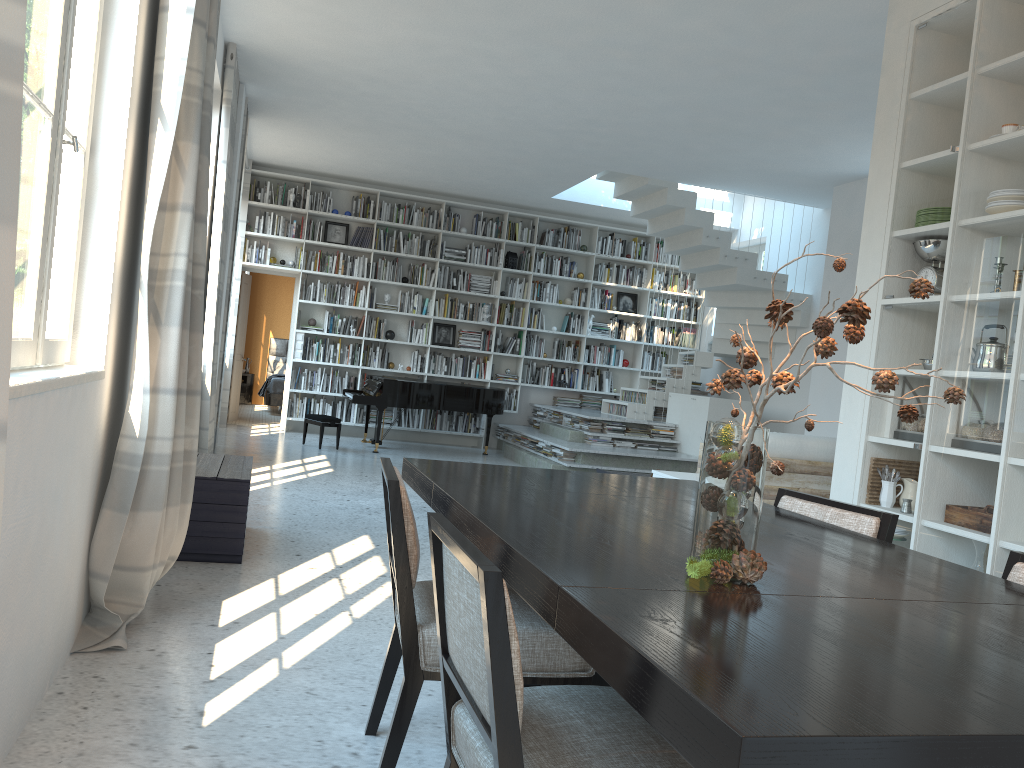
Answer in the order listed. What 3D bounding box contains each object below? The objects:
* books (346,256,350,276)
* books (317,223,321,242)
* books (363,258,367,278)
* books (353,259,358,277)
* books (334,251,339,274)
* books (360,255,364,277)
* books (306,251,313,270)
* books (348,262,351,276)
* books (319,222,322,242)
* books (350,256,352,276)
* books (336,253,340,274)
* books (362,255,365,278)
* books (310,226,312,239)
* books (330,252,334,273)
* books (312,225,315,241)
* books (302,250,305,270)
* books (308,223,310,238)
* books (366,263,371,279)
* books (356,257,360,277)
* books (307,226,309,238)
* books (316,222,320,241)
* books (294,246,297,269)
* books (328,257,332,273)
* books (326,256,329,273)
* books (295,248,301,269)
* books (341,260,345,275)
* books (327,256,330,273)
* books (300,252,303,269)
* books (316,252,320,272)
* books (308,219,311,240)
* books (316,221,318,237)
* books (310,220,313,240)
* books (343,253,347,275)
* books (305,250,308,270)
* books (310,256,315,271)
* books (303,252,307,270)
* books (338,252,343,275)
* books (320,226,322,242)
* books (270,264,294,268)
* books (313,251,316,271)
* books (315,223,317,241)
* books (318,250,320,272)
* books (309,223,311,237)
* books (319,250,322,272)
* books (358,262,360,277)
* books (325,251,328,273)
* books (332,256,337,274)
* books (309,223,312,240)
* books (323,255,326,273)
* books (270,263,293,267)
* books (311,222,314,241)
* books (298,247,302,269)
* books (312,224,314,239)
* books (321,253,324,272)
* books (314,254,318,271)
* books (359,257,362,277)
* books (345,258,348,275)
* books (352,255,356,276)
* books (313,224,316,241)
[{"bbox_3d":[-2.080,-1.484,11.217,0.029,0.261,0.157,6,1,-16],"label":"books"},{"bbox_3d":[-2.414,-1.882,11.085,0.011,0.250,0.168,6,1,-16],"label":"books"},{"bbox_3d":[-1.867,-1.463,11.259,0.035,0.264,0.177,6,1,-16],"label":"books"},{"bbox_3d":[-1.990,-1.459,11.224,0.030,0.231,0.172,6,1,-16],"label":"books"},{"bbox_3d":[-2.212,-1.519,11.175,0.014,0.304,0.151,6,2,-16],"label":"books"},{"bbox_3d":[-1.906,-1.480,11.238,0.012,0.291,0.182,6,1,-16],"label":"books"},{"bbox_3d":[-2.539,-1.531,11.086,0.062,0.258,0.152,6,1,-16],"label":"books"},{"bbox_3d":[-2.060,-1.444,11.223,0.022,0.186,0.136,6,1,-16],"label":"books"},{"bbox_3d":[-2.403,-1.883,11.087,0.012,0.255,0.166,6,1,-16],"label":"books"},{"bbox_3d":[-2.036,-1.479,11.233,0.035,0.260,0.131,6,2,-16],"label":"books"},{"bbox_3d":[-2.191,-1.500,11.163,0.023,0.271,0.187,6,1,-16],"label":"books"},{"bbox_3d":[-1.894,-1.478,11.254,0.022,0.289,0.169,6,1,-16],"label":"books"},{"bbox_3d":[-2.508,-1.874,11.044,0.004,0.214,0.186,6,1,-16],"label":"books"},{"bbox_3d":[-2.270,-1.510,11.152,0.014,0.273,0.180,6,1,-16],"label":"books"},{"bbox_3d":[-2.489,-1.873,11.093,0.012,0.214,0.132,6,1,-16],"label":"books"},{"bbox_3d":[-2.607,-1.536,11.068,0.012,0.254,0.160,6,1,-16],"label":"books"},{"bbox_3d":[-2.536,-1.889,11.060,0.005,0.238,0.154,6,1,-16],"label":"books"},{"bbox_3d":[-1.828,-1.427,11.246,0.039,0.202,0.235,6,1,-16],"label":"books"},{"bbox_3d":[-1.962,-1.472,11.230,0.022,0.263,0.174,6,1,-16],"label":"books"},{"bbox_3d":[-2.547,-1.873,11.057,0.015,0.207,0.172,6,1,-16],"label":"books"},{"bbox_3d":[-2.427,-1.888,11.071,0.023,0.258,0.183,6,1,-16],"label":"books"},{"bbox_3d":[-2.694,-1.561,11.030,0.012,0.285,0.159,6,1,-16],"label":"books"},{"bbox_3d":[-2.293,-1.484,11.142,0.031,0.217,0.173,6,1,-16],"label":"books"},{"bbox_3d":[-2.326,-1.488,11.132,0.014,0.218,0.164,6,1,-16],"label":"books"},{"bbox_3d":[-2.673,-1.551,11.058,0.044,0.269,0.133,6,2,-16],"label":"books"},{"bbox_3d":[-2.139,-1.457,11.170,0.029,0.195,0.192,6,1,-16],"label":"books"},{"bbox_3d":[-2.314,-1.492,11.142,0.011,0.229,0.170,6,1,-16],"label":"books"},{"bbox_3d":[-2.621,-1.522,11.020,0.021,0.224,0.231,6,1,-16],"label":"books"},{"bbox_3d":[-2.435,-1.517,11.102,0.014,0.253,0.187,6,1,-16],"label":"books"},{"bbox_3d":[-2.529,-1.908,11.060,0.005,0.277,0.146,6,1,-16],"label":"books"},{"bbox_3d":[-2.442,-1.901,11.076,0.005,0.281,0.190,6,1,-16],"label":"books"},{"bbox_3d":[-2.503,-1.897,11.058,0.009,0.260,0.183,6,1,-16],"label":"books"},{"bbox_3d":[-2.115,-1.500,11.203,0.025,0.286,0.161,6,1,-16],"label":"books"},{"bbox_3d":[-2.569,-1.536,11.060,0.012,0.263,0.180,6,1,-16],"label":"books"},{"bbox_3d":[-2.493,-1.494,11.076,0.026,0.195,0.175,6,1,-16],"label":"books"},{"bbox_3d":[-2.590,-1.523,11.065,0.022,0.232,0.151,6,1,-16],"label":"books"},{"bbox_3d":[-2.164,-1.505,11.165,0.030,0.286,0.185,6,1,-16],"label":"books"},{"bbox_3d":[-2.391,-1.861,11.083,0.012,0.214,0.185,6,1,-16],"label":"books"},{"bbox_3d":[-2.858,-1.453,10.996,0.285,0.012,0.159,6,1,-19],"label":"books"},{"bbox_3d":[-2.477,-1.527,11.096,0.010,0.263,0.150,6,1,-16],"label":"books"},{"bbox_3d":[-2.456,-1.883,11.075,0.019,0.244,0.153,6,1,-16],"label":"books"},{"bbox_3d":[-2.419,-1.529,11.109,0.020,0.281,0.164,6,1,-16],"label":"books"},{"bbox_3d":[-2.524,-1.913,11.064,0.006,0.289,0.144,6,2,-16],"label":"books"},{"bbox_3d":[-2.401,-1.526,11.103,0.011,0.277,0.164,6,1,-16],"label":"books"},{"bbox_3d":[-1.952,-1.443,11.248,0.013,0.206,0.172,6,1,-16],"label":"books"},{"bbox_3d":[-2.338,-1.519,11.140,0.012,0.277,0.150,6,1,-16],"label":"books"},{"bbox_3d":[-2.244,-1.490,11.165,0.047,0.238,0.162,6,1,-16],"label":"books"},{"bbox_3d":[-2.516,-1.882,11.051,0.009,0.228,0.184,6,1,-16],"label":"books"},{"bbox_3d":[-2.354,-1.498,11.141,0.012,0.230,0.149,6,1,-16],"label":"books"},{"bbox_3d":[-2.857,-1.465,10.998,0.285,0.012,0.159,6,1,-14],"label":"books"},{"bbox_3d":[-2.497,-1.891,11.069,0.010,0.249,0.166,6,1,-16],"label":"books"},{"bbox_3d":[-2.642,-1.556,11.050,0.010,0.286,0.137,6,2,-16],"label":"books"},{"bbox_3d":[-2.484,-1.887,11.051,0.004,0.246,0.188,6,1,-16],"label":"books"},{"bbox_3d":[-2.380,-1.510,11.128,0.047,0.250,0.134,6,1,-16],"label":"books"},{"bbox_3d":[-2.458,-1.508,11.097,0.030,0.230,0.172,6,1,-16],"label":"books"},{"bbox_3d":[-1.933,-1.471,11.261,0.024,0.266,0.155,6,1,-16],"label":"books"},{"bbox_3d":[-2.097,-1.471,11.198,0.013,0.232,0.171,6,1,-16],"label":"books"},{"bbox_3d":[-2.008,-1.486,11.221,0.012,0.281,0.188,6,1,-16],"label":"books"},{"bbox_3d":[-2.465,-1.872,11.062,0.018,0.219,0.186,6,1,-16],"label":"books"}]
